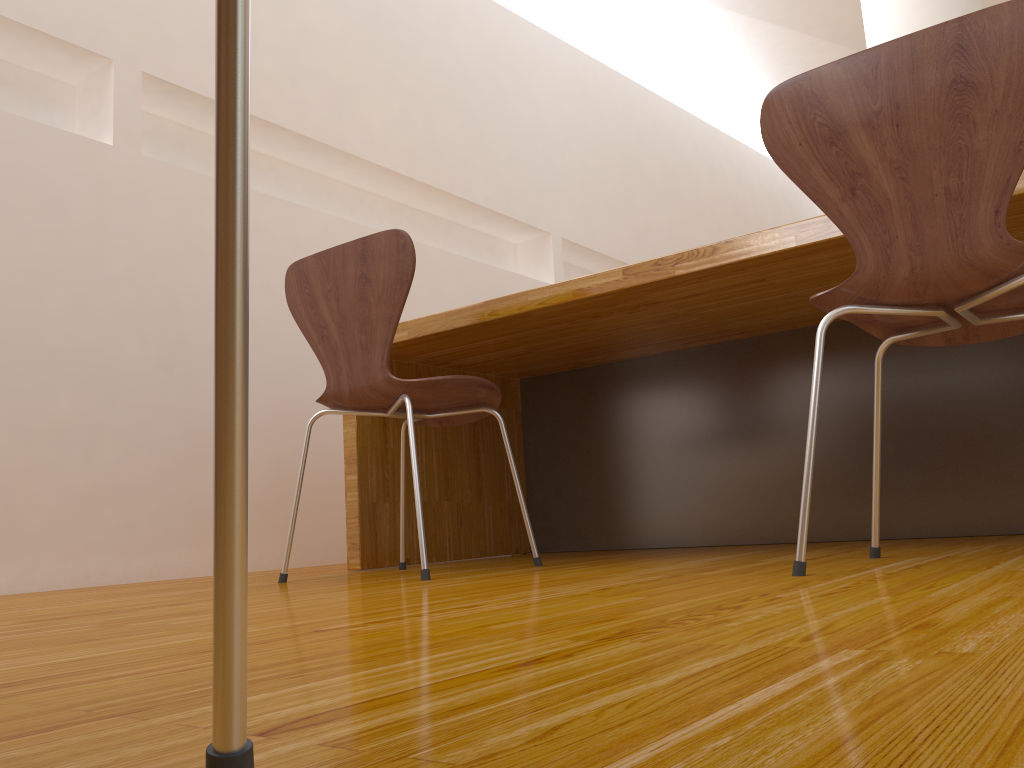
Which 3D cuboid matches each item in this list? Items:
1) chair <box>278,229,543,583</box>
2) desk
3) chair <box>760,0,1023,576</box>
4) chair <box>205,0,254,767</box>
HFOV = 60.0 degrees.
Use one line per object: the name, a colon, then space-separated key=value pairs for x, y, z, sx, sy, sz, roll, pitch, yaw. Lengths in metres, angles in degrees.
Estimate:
chair: x=-0.234 y=0.068 z=1.948 sx=0.428 sy=0.693 sz=0.381 roll=-10 pitch=-11 yaw=36
desk: x=1.272 y=0.110 z=1.971 sx=3.243 sy=0.785 sz=1.527 roll=-10 pitch=-11 yaw=36
chair: x=0.633 y=-0.095 z=1.259 sx=0.428 sy=0.693 sz=0.381 roll=-10 pitch=-11 yaw=36
chair: x=-0.069 y=-0.232 z=0.116 sx=0.428 sy=0.693 sz=0.381 roll=-10 pitch=-11 yaw=36
